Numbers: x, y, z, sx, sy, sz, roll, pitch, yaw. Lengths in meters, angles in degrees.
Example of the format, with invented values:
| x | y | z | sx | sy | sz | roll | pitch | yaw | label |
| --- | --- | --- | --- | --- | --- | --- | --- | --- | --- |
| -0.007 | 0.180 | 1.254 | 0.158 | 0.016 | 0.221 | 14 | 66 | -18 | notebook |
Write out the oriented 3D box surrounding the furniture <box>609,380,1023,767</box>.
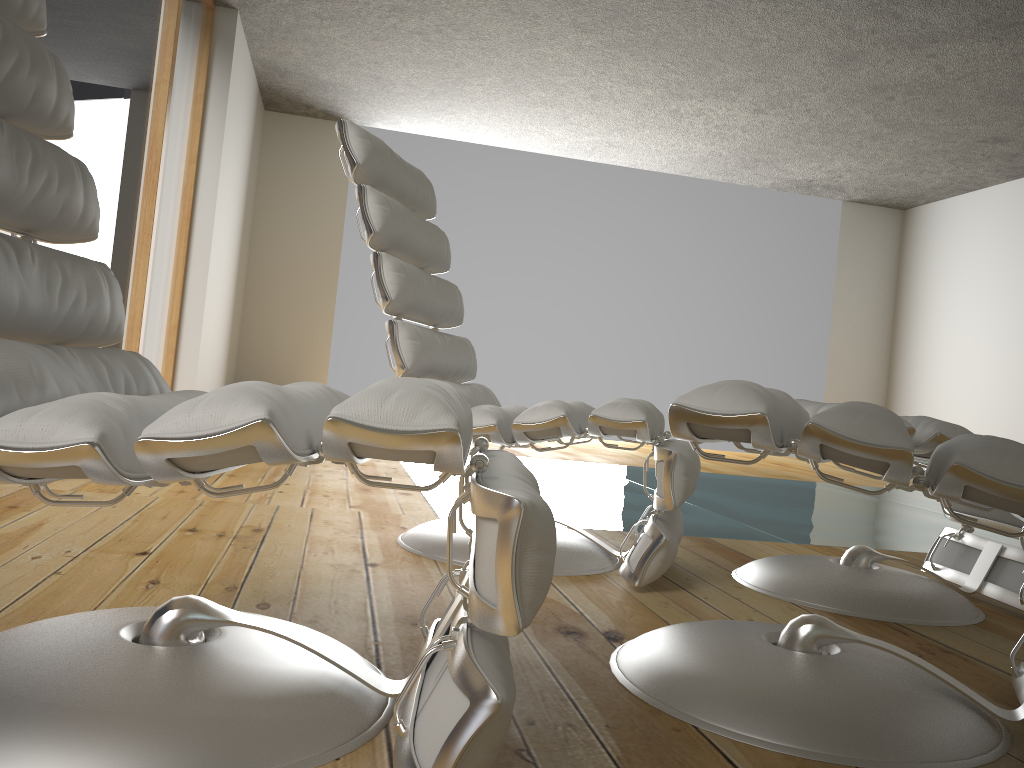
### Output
| x | y | z | sx | sy | sz | roll | pitch | yaw | label |
| --- | --- | --- | --- | --- | --- | --- | --- | --- | --- |
| 0.502 | 0.234 | 1.281 | 0.686 | 0.440 | 0.568 | 6 | -1 | 24 | furniture |

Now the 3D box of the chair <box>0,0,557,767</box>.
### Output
| x | y | z | sx | sy | sz | roll | pitch | yaw | label |
| --- | --- | --- | --- | --- | --- | --- | --- | --- | --- |
| -0.386 | -0.123 | 1.067 | 0.914 | 0.969 | 0.569 | 6 | -1 | -1 | chair |

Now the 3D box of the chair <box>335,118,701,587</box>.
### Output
| x | y | z | sx | sy | sz | roll | pitch | yaw | label |
| --- | --- | --- | --- | --- | --- | --- | --- | --- | --- |
| 0.021 | -0.080 | 2.187 | 0.914 | 0.969 | 0.569 | 6 | -1 | 14 | chair |

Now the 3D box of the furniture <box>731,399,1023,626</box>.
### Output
| x | y | z | sx | sy | sz | roll | pitch | yaw | label |
| --- | --- | --- | --- | --- | --- | --- | --- | --- | --- |
| 0.885 | 0.275 | 2.084 | 0.686 | 0.440 | 0.569 | 6 | -1 | -5 | furniture |
